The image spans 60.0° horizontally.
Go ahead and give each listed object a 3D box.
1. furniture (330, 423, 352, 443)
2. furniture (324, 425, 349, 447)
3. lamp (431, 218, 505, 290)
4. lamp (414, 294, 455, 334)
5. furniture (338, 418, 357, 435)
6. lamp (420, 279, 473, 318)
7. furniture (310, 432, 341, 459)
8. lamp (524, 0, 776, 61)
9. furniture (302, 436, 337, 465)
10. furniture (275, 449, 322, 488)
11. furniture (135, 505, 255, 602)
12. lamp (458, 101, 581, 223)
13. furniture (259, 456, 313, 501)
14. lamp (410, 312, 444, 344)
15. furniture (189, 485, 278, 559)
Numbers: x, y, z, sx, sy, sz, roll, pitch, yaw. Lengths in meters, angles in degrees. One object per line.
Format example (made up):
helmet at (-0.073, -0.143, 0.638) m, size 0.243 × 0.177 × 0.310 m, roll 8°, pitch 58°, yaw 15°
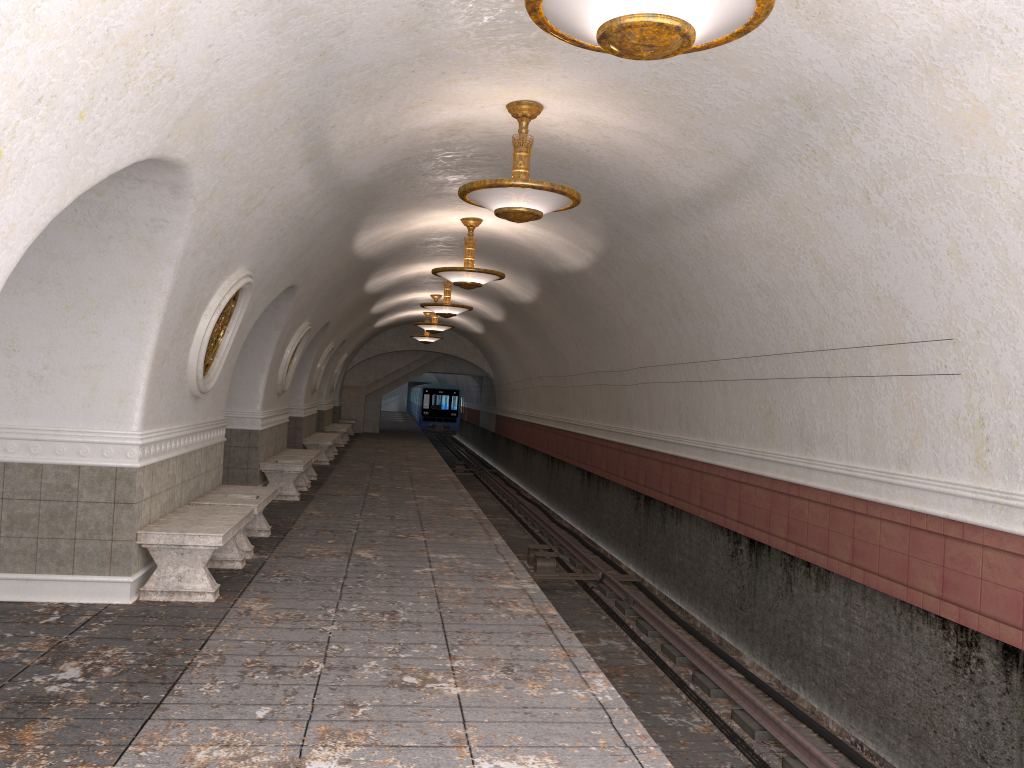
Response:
furniture at (-5.179, 1.477, 26.689) m, size 0.613 × 0.508 × 1.509 m, roll 3°, pitch -1°, yaw -8°
furniture at (-4.953, 1.465, 25.023) m, size 0.613 × 0.508 × 1.509 m, roll 3°, pitch -1°, yaw -8°
lamp at (-0.578, -1.755, 12.065) m, size 1.008 × 0.955 × 1.008 m, roll 4°, pitch -1°, yaw -24°
lamp at (-1.877, -1.689, 21.635) m, size 1.008 × 0.955 × 1.008 m, roll 3°, pitch -1°, yaw 8°
furniture at (-5.801, 1.508, 31.268) m, size 0.613 × 0.508 × 1.509 m, roll 3°, pitch -1°, yaw -8°
lamp at (-1.227, -1.722, 16.851) m, size 1.008 × 0.955 × 1.008 m, roll 3°, pitch -1°, yaw 8°
furniture at (-4.377, 1.436, 20.781) m, size 0.613 × 0.508 × 1.509 m, roll 3°, pitch -1°, yaw -8°
lamp at (0.568, -1.814, 3.625) m, size 1.008 × 0.955 × 1.008 m, roll 3°, pitch -1°, yaw 38°
furniture at (-4.151, 1.424, 19.114) m, size 0.613 × 0.508 × 1.509 m, roll 3°, pitch -1°, yaw -8°
furniture at (-3.567, 1.395, 14.815) m, size 0.613 × 0.508 × 1.509 m, roll 3°, pitch -1°, yaw -8°
furniture at (-2.532, 1.342, 7.194) m, size 0.613 × 0.508 × 1.509 m, roll 3°, pitch -1°, yaw -8°
lamp at (0.077, -1.789, 7.247) m, size 1.008 × 0.955 × 1.008 m, roll 4°, pitch -1°, yaw -24°
furniture at (-3.341, 1.383, 13.148) m, size 0.613 × 0.508 × 1.509 m, roll 3°, pitch -1°, yaw -8°
lamp at (-2.527, -1.656, 26.421) m, size 1.008 × 0.955 × 1.008 m, roll 3°, pitch -1°, yaw 38°
furniture at (-2.759, 1.354, 8.860) m, size 0.613 × 0.508 × 1.509 m, roll 3°, pitch -1°, yaw -8°
